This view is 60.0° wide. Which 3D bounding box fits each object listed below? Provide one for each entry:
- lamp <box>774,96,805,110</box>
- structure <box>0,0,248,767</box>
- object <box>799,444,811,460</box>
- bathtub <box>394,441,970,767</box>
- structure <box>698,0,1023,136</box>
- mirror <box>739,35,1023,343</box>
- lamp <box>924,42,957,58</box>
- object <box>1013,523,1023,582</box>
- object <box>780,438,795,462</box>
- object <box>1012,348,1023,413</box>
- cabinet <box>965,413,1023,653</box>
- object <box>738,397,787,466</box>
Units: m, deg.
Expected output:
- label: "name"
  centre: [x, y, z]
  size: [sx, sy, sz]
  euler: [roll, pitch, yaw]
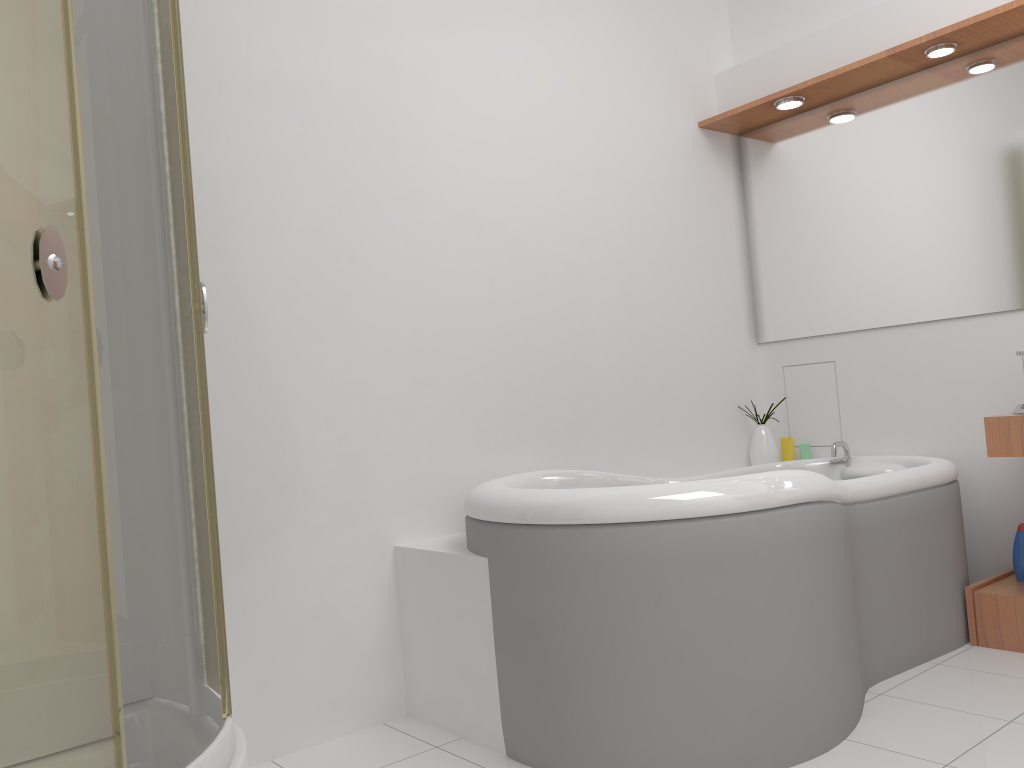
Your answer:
- label: "lamp"
  centre: [1.050, -1.064, 3.356]
  size: [0.113, 0.021, 0.113]
  euler: [-5, -2, 22]
- label: "structure"
  centre: [-0.939, -0.136, 1.543]
  size: [0.933, 2.234, 0.932]
  euler: [-4, -2, -39]
- label: "object"
  centre: [1.179, 0.308, 3.557]
  size: [0.038, 0.133, 0.038]
  euler: [-5, -2, -5]
- label: "bathtub"
  centre: [0.709, 0.556, 2.743]
  size: [1.863, 0.674, 1.055]
  euler: [-4, -2, -39]
- label: "structure"
  centre: [1.652, -1.260, 2.699]
  size: [0.287, 0.240, 2.606]
  euler: [-4, -2, -39]
- label: "mirror"
  centre: [1.803, -0.709, 2.762]
  size: [0.022, 0.887, 2.600]
  euler: [-4, -2, -39]
- label: "lamp"
  centre: [1.422, -1.107, 2.941]
  size: [0.098, 0.018, 0.098]
  euler: [-4, -2, -18]
- label: "object"
  centre: [1.650, 0.539, 2.836]
  size: [0.092, 0.190, 0.044]
  euler: [-5, -2, 18]
- label: "object"
  centre: [1.128, 0.301, 3.620]
  size: [0.047, 0.162, 0.047]
  euler: [-4, -2, -13]
- label: "object"
  centre: [1.604, -0.012, 2.706]
  size: [0.059, 0.203, 0.182]
  euler: [-5, -2, -8]
- label: "cabinet"
  centre: [2.048, 0.398, 2.251]
  size: [0.355, 0.719, 1.635]
  euler: [-4, -2, -39]
- label: "object"
  centre: [1.024, 0.223, 3.570]
  size: [0.215, 0.326, 0.154]
  euler: [-5, -2, -8]
